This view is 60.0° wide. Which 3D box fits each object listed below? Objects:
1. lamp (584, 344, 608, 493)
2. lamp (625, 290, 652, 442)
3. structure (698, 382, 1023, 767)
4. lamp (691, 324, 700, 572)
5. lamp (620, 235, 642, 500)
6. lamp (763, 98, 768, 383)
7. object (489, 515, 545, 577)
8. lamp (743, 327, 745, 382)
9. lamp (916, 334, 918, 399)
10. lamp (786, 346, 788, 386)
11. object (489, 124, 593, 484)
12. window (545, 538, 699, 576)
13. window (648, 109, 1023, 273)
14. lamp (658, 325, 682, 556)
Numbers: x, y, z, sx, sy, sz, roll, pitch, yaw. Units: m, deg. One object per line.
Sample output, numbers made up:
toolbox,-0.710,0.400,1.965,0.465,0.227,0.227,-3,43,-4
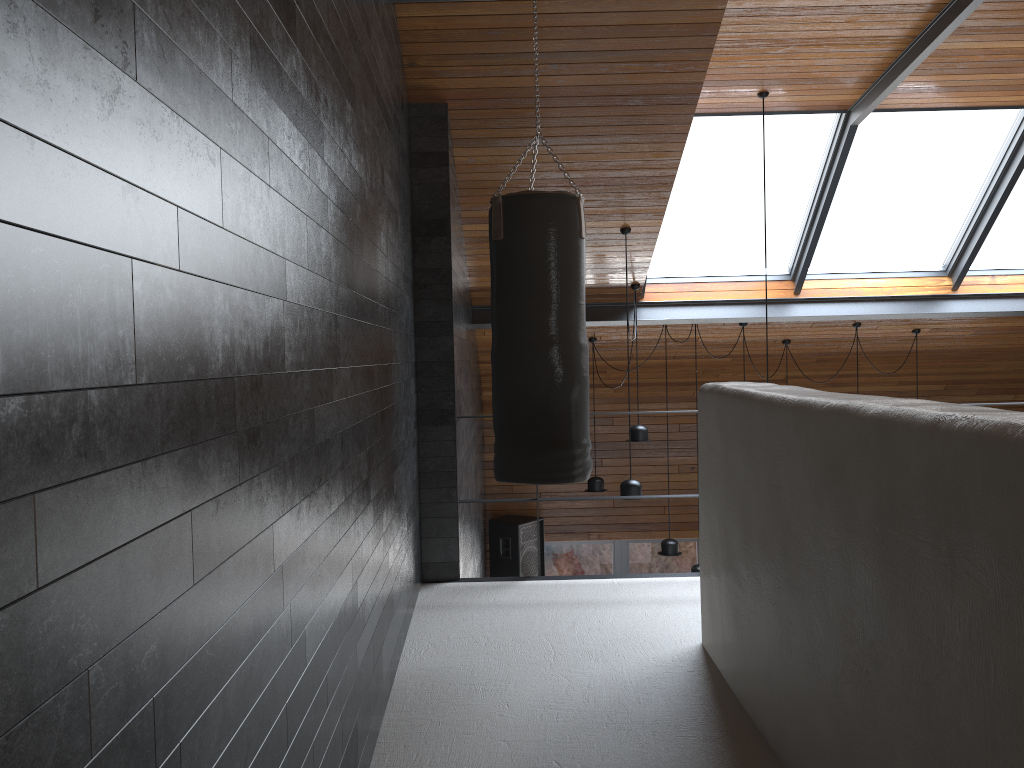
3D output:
lamp,0.749,0.289,8.065,0.210,1.369,0.210,0,2,37
lamp,0.995,-0.151,7.045,0.210,1.206,0.210,0,2,37
structure,3.081,0.530,2.483,4.614,1.120,2.634,-1,2,0
lamp,1.568,0.523,7.491,0.210,2.273,0.210,0,2,37
lamp,0.817,-0.126,6.218,0.210,1.854,0.210,0,2,37
lamp,1.680,-0.274,5.841,0.210,3.208,0.210,-1,2,23
object,0.034,2.543,9.099,0.686,2.298,0.639,0,2,38
lamp,2.057,0.504,7.815,0.210,2.034,0.210,0,2,37
lamp,3.684,0.329,8.053,0.210,1.565,0.210,0,2,37
lamp,2.560,0.463,8.225,0.210,2.002,0.210,0,2,37
object,0.128,-0.361,3.994,0.445,1.603,0.442,0,2,28
window,3.165,2.337,10.071,5.936,1.522,0.101,-1,2,0
window,3.001,-1.470,6.811,3.818,1.031,1.213,-1,2,0
lamp,1.343,0.452,7.650,0.210,2.036,0.210,0,2,37
